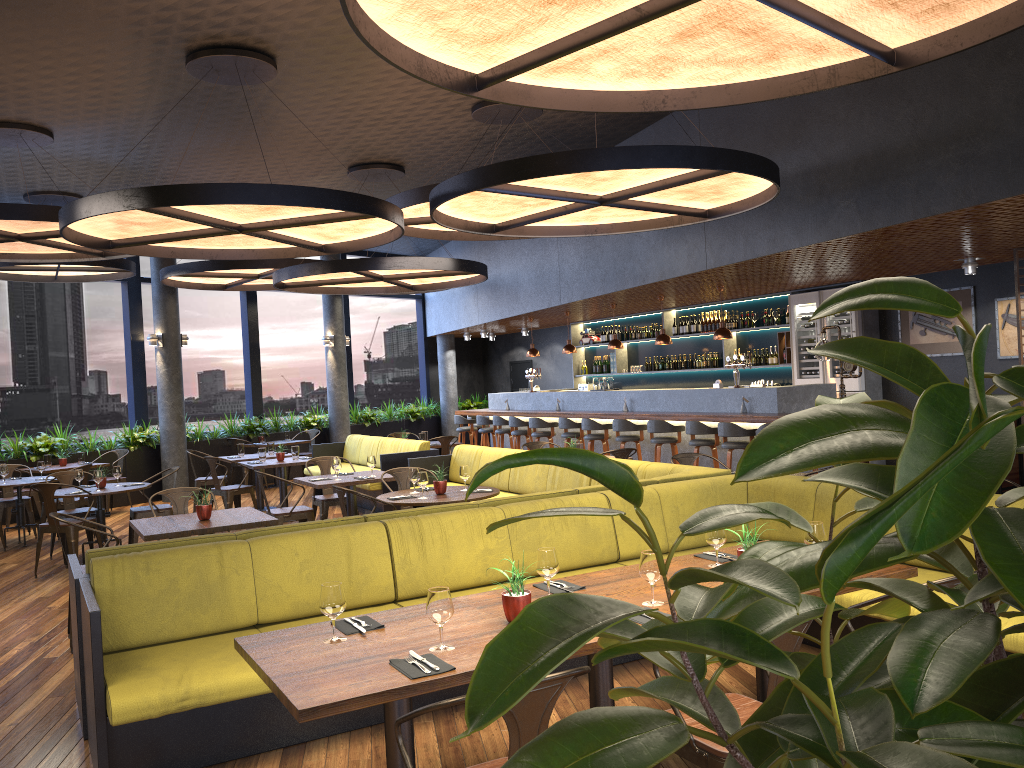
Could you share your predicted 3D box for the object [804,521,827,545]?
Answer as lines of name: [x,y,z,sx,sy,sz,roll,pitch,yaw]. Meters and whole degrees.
object: [1.343,0.716,3.922,0.097,0.206,0.097,-3,0,17]

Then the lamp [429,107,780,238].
lamp: [0.690,-2.154,7.192,2.778,1.475,2.778,-3,0,-25]

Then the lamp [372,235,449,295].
lamp: [-2.112,-2.310,16.553,1.979,1.093,1.979,-3,0,25]

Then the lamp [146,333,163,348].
lamp: [-5.656,-0.686,13.971,0.215,0.215,0.189,-3,0,28]

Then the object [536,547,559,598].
object: [0.147,0.781,3.648,0.097,0.206,0.097,-3,0,17]

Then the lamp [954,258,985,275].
lamp: [5.013,-1.286,9.704,0.228,0.172,0.228,-3,0,-29]

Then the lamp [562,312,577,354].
lamp: [0.930,-0.844,14.607,0.250,0.673,0.250,-3,0,4]

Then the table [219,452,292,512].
table: [-3.595,1.399,12.575,0.906,0.763,0.887,-3,0,-29]

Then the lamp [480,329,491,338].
lamp: [-0.582,-1.053,18.495,0.228,0.172,0.228,-3,0,-29]

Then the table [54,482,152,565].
table: [-4.240,1.457,9.145,1.007,0.760,1.007,-3,1,-41]

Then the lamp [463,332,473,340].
lamp: [-0.969,-1.038,19.234,0.228,0.172,0.228,-3,0,-29]

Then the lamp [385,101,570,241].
lamp: [-0.021,-2.309,9.318,2.778,1.159,2.778,-3,0,21]

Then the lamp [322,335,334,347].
lamp: [-3.525,-0.819,16.844,0.215,0.215,0.189,-3,0,22]

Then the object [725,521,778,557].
object: [1.048,0.696,3.900,0.238,0.271,0.260,-3,0,-7]

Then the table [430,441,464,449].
table: [-1.283,1.273,13.106,0.906,0.763,0.887,-3,0,-29]

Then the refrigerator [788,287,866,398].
refrigerator: [4.388,-0.223,12.100,0.454,2.109,1.159,-3,0,-29]

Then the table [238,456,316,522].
table: [-2.969,1.374,11.440,0.887,0.763,0.906,-3,0,-29]

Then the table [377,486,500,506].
table: [-0.583,1.277,7.264,1.007,0.760,1.007,-3,0,9]

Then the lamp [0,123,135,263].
lamp: [-5.163,-2.036,9.240,2.778,1.159,2.778,-3,1,38]

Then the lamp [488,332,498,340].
lamp: [-0.455,-1.070,19.942,0.228,0.172,0.228,-3,0,-29]

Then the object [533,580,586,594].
object: [0.213,0.870,3.812,0.157,0.019,0.255,-3,0,-29]

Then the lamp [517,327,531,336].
lamp: [0.274,-1.099,18.619,0.228,0.172,0.228,-3,0,-29]

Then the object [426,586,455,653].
object: [-0.246,0.806,3.044,0.097,0.206,0.097,-3,0,17]

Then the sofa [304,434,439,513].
sofa: [-2.090,1.243,12.635,0.966,0.914,3.061,-3,0,-29]

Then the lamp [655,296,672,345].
lamp: [2.113,-0.891,12.460,0.250,0.673,0.250,-3,0,4]

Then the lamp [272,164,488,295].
lamp: [-1.742,-2.057,11.651,2.778,1.475,2.778,-3,0,26]

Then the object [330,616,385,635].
object: [-0.581,0.916,3.373,0.157,0.019,0.255,-3,0,-29]

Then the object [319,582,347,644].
object: [-0.647,0.826,3.209,0.097,0.206,0.097,-3,0,17]

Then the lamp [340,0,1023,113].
lamp: [0.749,-2.129,3.179,2.778,1.475,2.778,-3,0,-29]

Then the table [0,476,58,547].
table: [-5.852,1.533,10.560,1.007,0.760,1.007,-3,1,-36]

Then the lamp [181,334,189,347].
lamp: [-5.359,-0.705,14.449,0.215,0.215,0.189,-3,1,37]

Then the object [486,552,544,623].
object: [0.021,0.755,3.333,0.238,0.271,0.260,-3,0,-7]

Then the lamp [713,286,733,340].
lamp: [2.696,-0.915,11.402,0.250,0.673,0.250,-3,0,4]

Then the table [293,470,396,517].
table: [-1.629,1.321,8.978,0.906,0.763,0.887,-3,0,-29]

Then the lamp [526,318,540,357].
lamp: [0.355,-0.821,15.652,0.250,0.673,0.250,-3,1,-41]

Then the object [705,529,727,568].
object: [0.942,0.736,4.087,0.097,0.206,0.097,-3,0,17]

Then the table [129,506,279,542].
table: [-2.243,1.371,6.473,0.887,0.763,0.906,-3,0,-29]

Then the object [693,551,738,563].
object: [1.008,0.825,4.251,0.157,0.019,0.255,-3,0,-29]

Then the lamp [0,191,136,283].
lamp: [-6.292,-2.058,12.241,1.979,1.093,1.979,-3,0,25]

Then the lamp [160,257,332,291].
lamp: [-3.852,-2.135,13.395,2.778,1.159,2.778,-3,0,7]

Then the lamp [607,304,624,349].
lamp: [1.557,-0.869,13.471,0.250,0.673,0.250,-3,0,4]

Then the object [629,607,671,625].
object: [0.493,0.859,3.320,0.157,0.019,0.255,-3,0,-29]

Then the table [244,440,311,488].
table: [-4.151,1.407,15.540,0.887,0.763,0.906,-3,1,35]

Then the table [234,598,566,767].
table: [-0.409,1.298,3.142,0.906,0.763,0.887,-3,0,-29]

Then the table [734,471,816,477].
table: [1.997,1.141,7.215,0.887,0.763,0.906,-3,0,-29]

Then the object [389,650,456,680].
object: [-0.302,0.904,2.882,0.157,0.019,0.255,-3,0,-29]

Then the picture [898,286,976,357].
picture: [5.217,-0.745,10.929,0.028,0.809,1.039,-3,0,-29]

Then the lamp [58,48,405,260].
lamp: [-2.357,-1.996,7.591,2.778,1.475,2.778,-3,0,20]

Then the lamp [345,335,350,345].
lamp: [-3.248,-0.837,17.334,0.215,0.215,0.189,-3,1,40]

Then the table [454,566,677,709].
table: [0.379,1.253,3.582,0.906,0.763,0.887,-3,0,-29]

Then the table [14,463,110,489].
table: [-6.335,1.544,12.537,0.887,0.763,0.906,-3,1,35]

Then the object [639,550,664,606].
object: [0.549,0.761,3.483,0.097,0.206,0.097,-3,0,17]

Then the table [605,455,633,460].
table: [0.694,1.193,9.579,0.887,0.763,0.906,-3,0,-29]

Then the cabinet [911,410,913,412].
cabinet: [5.122,0.828,10.804,0.473,1.007,0.553,-3,0,-29]

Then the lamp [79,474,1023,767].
lamp: [2.517,0.151,5.240,9.057,2.714,3.017,-3,0,-29]

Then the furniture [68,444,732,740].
furniture: [-0.491,1.204,6.310,4.895,0.914,7.462,-3,0,-34]

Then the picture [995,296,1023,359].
picture: [5.849,-0.647,9.794,0.028,0.697,1.039,-3,0,-29]

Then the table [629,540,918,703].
table: [1.172,1.208,4.020,0.906,0.763,0.887,-3,0,-29]

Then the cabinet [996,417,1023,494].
cabinet: [5.458,0.815,10.196,0.473,1.007,0.553,-3,0,-29]
